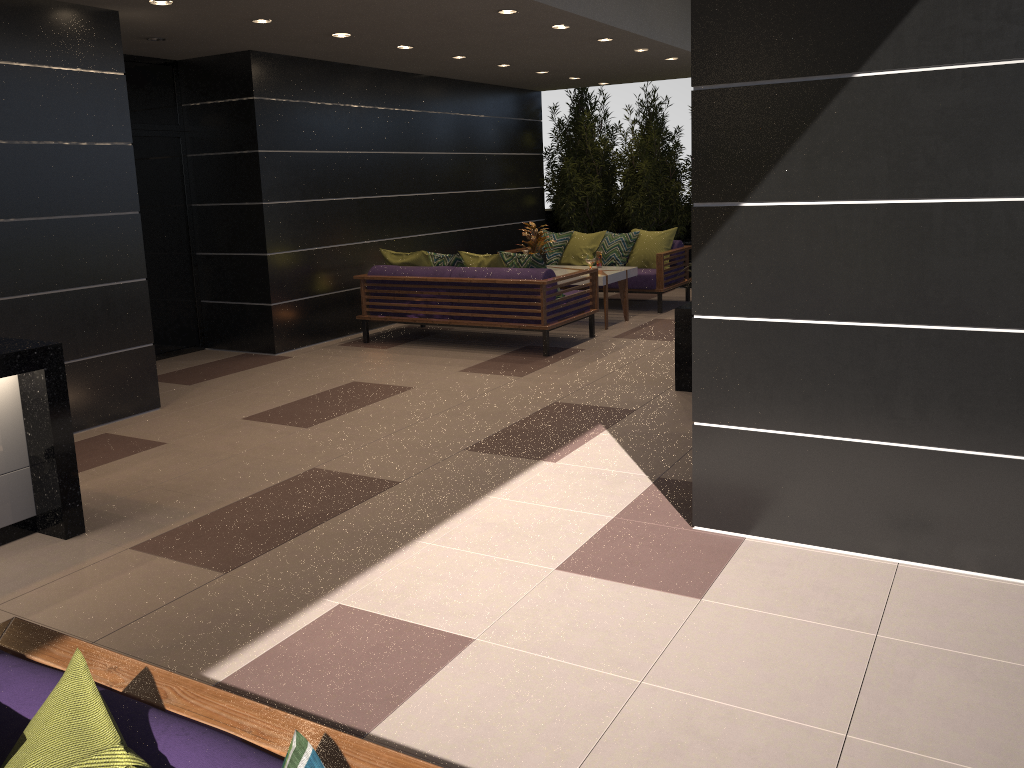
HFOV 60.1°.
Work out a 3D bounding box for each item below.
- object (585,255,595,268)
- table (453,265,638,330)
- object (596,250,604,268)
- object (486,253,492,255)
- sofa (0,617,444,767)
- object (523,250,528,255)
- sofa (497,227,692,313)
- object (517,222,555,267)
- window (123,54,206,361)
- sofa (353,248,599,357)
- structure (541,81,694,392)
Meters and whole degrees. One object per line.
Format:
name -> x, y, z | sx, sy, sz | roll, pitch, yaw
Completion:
object -> 0.811, -1.238, 9.144 | 0.106, 0.195, 0.106 | -9, 12, -32
table -> 0.263, -0.988, 9.800 | 2.040, 0.548, 0.950 | 5, 14, 29
object -> 0.960, -1.369, 9.701 | 0.067, 0.188, 0.085 | -9, 12, -34
object -> -0.252, -1.321, 9.644 | 0.069, 0.209, 0.069 | 0, 10, 13
sofa -> -0.400, 0.911, 0.921 | 2.130, 0.910, 1.130 | 5, 14, 29
object -> 0.160, -1.448, 10.193 | 0.069, 0.179, 0.069 | -9, 12, -32
sofa -> 1.009, -1.429, 10.784 | 2.130, 0.910, 1.130 | 5, 14, 29
object -> 0.247, -1.514, 9.709 | 0.427, 0.521, 0.432 | -12, 15, -42
window -> -5.636, -0.410, 3.432 | 1.945, 2.730, 11.654 | 4, 14, 29
sofa -> -0.344, -0.881, 8.639 | 2.130, 0.910, 1.130 | 5, 14, 29
structure -> -2.027, -0.263, 1.412 | 7.831, 3.089, 24.959 | 5, 15, 29
